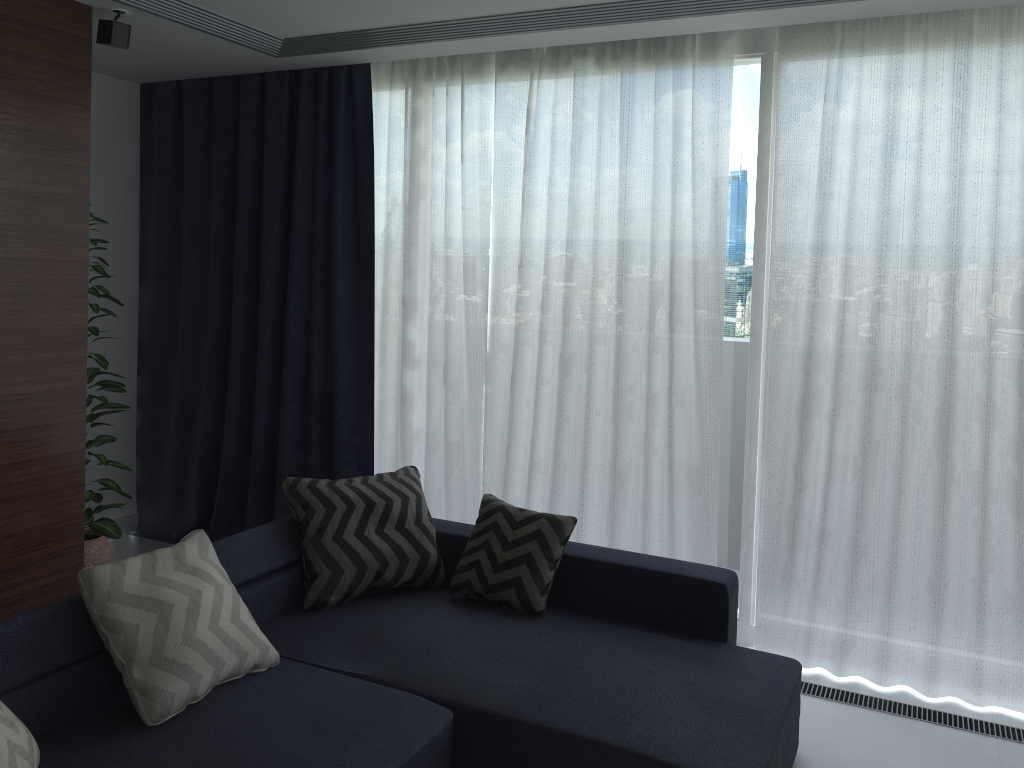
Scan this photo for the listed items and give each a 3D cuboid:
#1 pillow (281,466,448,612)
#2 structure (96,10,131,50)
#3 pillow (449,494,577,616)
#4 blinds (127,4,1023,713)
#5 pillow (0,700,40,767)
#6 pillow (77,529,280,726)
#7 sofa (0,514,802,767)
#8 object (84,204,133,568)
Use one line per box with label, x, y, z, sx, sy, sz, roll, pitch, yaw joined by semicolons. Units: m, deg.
pillow;-0.565;0.618;3.421;0.598;0.516;0.357;-1;5;-34
structure;-1.611;-1.431;3.577;0.114;0.142;0.085;4;4;30
pillow;-0.002;0.638;3.325;0.416;0.343;0.287;5;5;30
blinds;-0.216;-0.002;1.233;7.154;2.759;5.821;5;7;29
pillow;-1.205;0.792;1.941;0.280;0.349;0.421;0;5;-21
pillow;-0.966;0.691;2.582;0.343;0.386;0.497;4;5;25
sofa;-0.421;0.952;2.215;1.903;0.605;2.885;5;7;25
object;-2.030;0.042;4.163;0.503;1.838;0.485;2;2;-6
